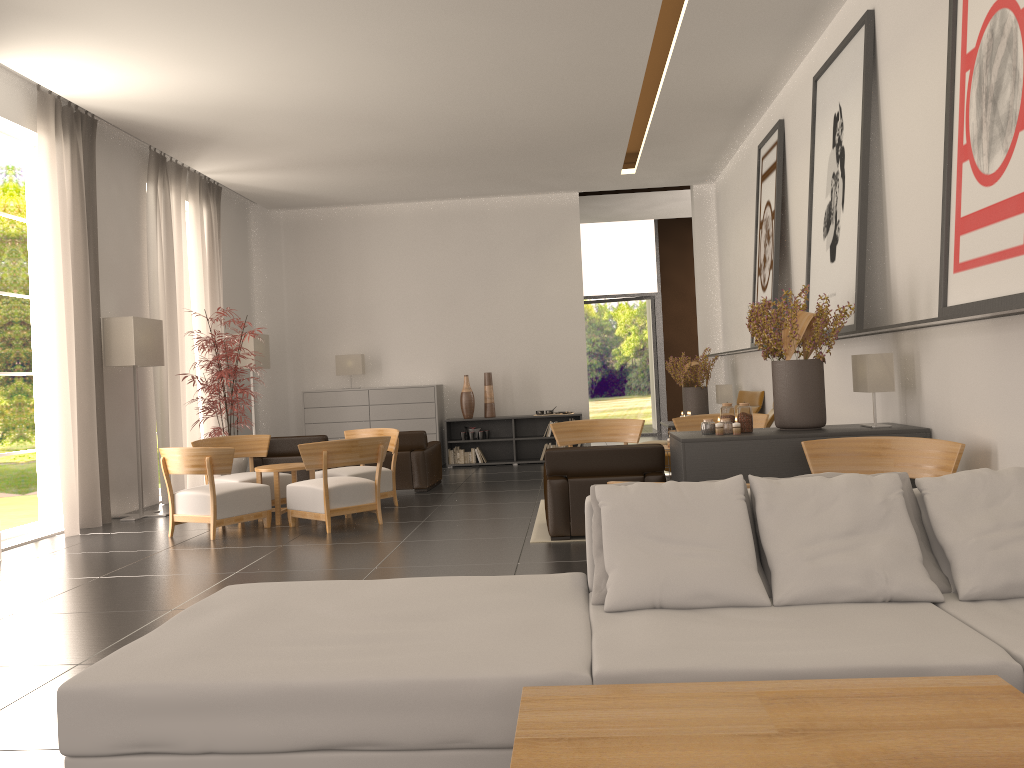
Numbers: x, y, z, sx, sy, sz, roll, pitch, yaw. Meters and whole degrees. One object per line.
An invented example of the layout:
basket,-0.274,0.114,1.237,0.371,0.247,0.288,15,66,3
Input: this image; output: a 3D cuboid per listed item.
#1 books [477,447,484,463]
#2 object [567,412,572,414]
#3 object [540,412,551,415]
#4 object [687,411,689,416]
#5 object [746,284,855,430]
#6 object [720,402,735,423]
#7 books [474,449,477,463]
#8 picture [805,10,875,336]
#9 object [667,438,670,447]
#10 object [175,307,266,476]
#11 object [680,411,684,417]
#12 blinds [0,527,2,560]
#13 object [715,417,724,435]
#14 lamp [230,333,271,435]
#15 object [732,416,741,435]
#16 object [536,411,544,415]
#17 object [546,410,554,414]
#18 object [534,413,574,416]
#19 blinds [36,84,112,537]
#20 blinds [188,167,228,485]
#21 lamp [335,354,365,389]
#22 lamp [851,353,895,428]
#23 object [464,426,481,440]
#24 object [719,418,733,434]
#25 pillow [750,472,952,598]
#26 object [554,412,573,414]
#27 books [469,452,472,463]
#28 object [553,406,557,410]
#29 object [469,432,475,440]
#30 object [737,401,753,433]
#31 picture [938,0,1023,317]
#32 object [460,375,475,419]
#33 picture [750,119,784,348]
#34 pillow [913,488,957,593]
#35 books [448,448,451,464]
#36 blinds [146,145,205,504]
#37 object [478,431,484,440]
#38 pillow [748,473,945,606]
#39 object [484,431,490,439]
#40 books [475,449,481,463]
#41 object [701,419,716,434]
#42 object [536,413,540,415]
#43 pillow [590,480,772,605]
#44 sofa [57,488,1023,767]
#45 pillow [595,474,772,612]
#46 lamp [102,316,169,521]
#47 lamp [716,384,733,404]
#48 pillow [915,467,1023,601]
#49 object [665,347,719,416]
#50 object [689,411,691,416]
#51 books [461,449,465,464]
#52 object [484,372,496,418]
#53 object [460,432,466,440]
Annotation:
books,-0.717,1.598,20.023,0.138,0.355,0.236,-3,0,4
object,1.296,0.647,19.866,0.112,0.040,0.034,-3,0,-7
object,0.756,0.663,20.038,0.292,0.058,0.086,-3,0,-9
object,3.623,0.681,18.205,0.104,0.254,0.104,-2,-1,-36
object,3.218,-0.306,9.344,1.421,1.554,1.437,-3,0,16
object,2.288,0.352,9.396,0.157,0.325,0.157,-3,-1,-4
books,-0.825,1.626,20.028,0.017,0.305,0.239,-3,0,4
picture,3.912,-2.333,10.723,0.384,3.494,2.193,-3,-1,4
object,2.172,0.773,12.166,0.076,0.187,0.076,-3,-1,43
object,-4.950,0.381,15.204,1.490,3.398,1.770,-3,-1,-11
object,3.499,0.688,18.187,0.108,0.254,0.108,-2,-1,-32
blinds,-6.712,-1.034,10.380,0.415,6.434,1.549,-3,-1,8
object,2.128,0.429,9.107,0.076,0.187,0.076,-3,-1,20
lamp,-5.678,0.499,19.467,0.908,3.179,1.000,-3,-1,4
object,2.284,0.422,9.020,0.080,0.187,0.080,-3,-1,13
object,0.640,0.655,20.301,0.188,0.082,0.188,-3,0,-36
object,0.863,0.645,20.281,0.188,0.082,0.188,-3,0,18
object,0.954,0.685,20.083,0.893,0.003,0.671,-3,0,6
blinds,-6.517,-1.058,13.206,0.417,6.434,1.549,-3,-1,0
blinds,-6.182,-1.098,18.122,0.417,6.434,1.549,-3,-1,0
lamp,-3.774,-0.284,20.734,0.619,0.796,0.309,-3,-1,4
lamp,3.759,0.067,9.215,0.257,0.758,0.514,-3,0,4
object,-0.889,1.105,20.212,0.413,0.310,0.142,-3,-1,19
object,2.217,0.440,9.207,0.157,0.158,0.157,-3,0,-23
pillow,1.736,0.783,4.640,0.919,0.592,0.557,-3,0,4
object,1.176,0.655,20.101,0.293,0.034,0.405,-3,0,-38
books,-0.935,1.660,20.071,0.054,0.249,0.167,-3,0,4
object,0.911,0.591,20.310,0.261,0.152,0.086,-3,0,-28
object,-0.907,1.172,20.002,0.135,0.179,0.136,-3,0,5
object,2.438,0.345,9.275,0.157,0.325,0.157,-3,-1,41
picture,3.635,-2.300,6.672,0.384,3.494,1.600,-3,-1,4
object,-1.013,0.291,20.069,0.326,0.992,0.327,-3,-1,27
picture,4.172,-2.364,14.536,0.384,3.494,1.600,-3,-1,4
pillow,2.612,0.781,4.599,0.918,0.510,0.615,-3,0,6
books,-1.408,1.637,20.061,0.022,0.339,0.253,-3,0,4
blinds,-6.299,-1.084,16.433,0.415,6.434,1.549,-3,-1,8
object,-0.698,1.162,20.016,0.136,0.179,0.135,-3,0,-25
pillow,1.661,0.769,4.509,0.801,0.595,0.595,-3,0,4
object,-0.574,1.155,20.214,0.135,0.179,0.136,-3,0,10
books,-0.753,1.616,20.017,0.130,0.322,0.252,-3,0,4
object,2.066,0.447,9.329,0.157,0.158,0.157,-3,0,-23
object,0.590,0.680,20.093,0.034,0.040,0.112,-2,0,-42
pillow,0.864,0.825,4.702,0.919,0.577,0.549,-3,0,4
sofa,0.823,1.250,2.443,5.525,1.205,5.604,-3,0,4
pillow,0.850,0.806,4.563,0.801,0.598,0.585,-3,0,3
lamp,-6.032,0.541,14.280,0.908,3.179,1.000,-3,-1,4
lamp,4.414,0.392,18.401,0.257,0.756,0.514,-3,0,4
pillow,2.524,0.734,4.458,0.797,0.580,0.625,-3,0,5
object,3.788,0.020,18.683,0.927,1.554,1.587,-3,0,32
object,3.633,0.682,18.080,0.104,0.254,0.104,-2,-1,-36
books,-1.106,1.637,20.045,0.054,0.311,0.244,-3,0,4
object,-0.527,0.251,20.257,0.262,1.025,0.262,-3,-1,7
object,-1.101,1.181,20.090,0.135,0.179,0.136,-3,0,5
